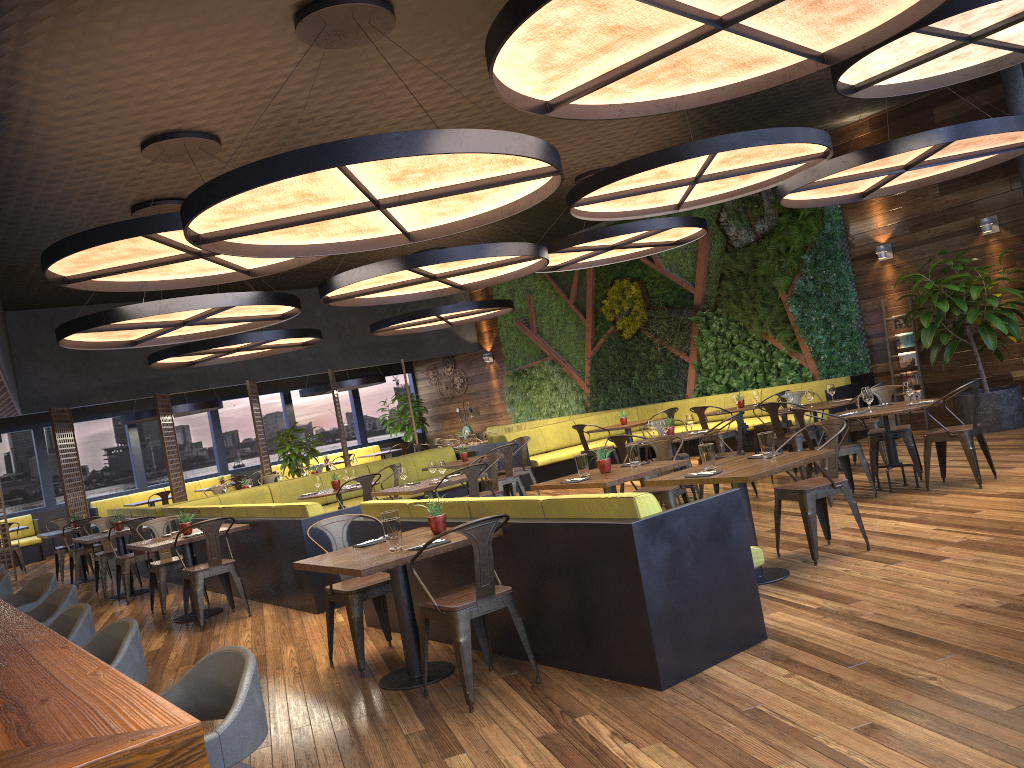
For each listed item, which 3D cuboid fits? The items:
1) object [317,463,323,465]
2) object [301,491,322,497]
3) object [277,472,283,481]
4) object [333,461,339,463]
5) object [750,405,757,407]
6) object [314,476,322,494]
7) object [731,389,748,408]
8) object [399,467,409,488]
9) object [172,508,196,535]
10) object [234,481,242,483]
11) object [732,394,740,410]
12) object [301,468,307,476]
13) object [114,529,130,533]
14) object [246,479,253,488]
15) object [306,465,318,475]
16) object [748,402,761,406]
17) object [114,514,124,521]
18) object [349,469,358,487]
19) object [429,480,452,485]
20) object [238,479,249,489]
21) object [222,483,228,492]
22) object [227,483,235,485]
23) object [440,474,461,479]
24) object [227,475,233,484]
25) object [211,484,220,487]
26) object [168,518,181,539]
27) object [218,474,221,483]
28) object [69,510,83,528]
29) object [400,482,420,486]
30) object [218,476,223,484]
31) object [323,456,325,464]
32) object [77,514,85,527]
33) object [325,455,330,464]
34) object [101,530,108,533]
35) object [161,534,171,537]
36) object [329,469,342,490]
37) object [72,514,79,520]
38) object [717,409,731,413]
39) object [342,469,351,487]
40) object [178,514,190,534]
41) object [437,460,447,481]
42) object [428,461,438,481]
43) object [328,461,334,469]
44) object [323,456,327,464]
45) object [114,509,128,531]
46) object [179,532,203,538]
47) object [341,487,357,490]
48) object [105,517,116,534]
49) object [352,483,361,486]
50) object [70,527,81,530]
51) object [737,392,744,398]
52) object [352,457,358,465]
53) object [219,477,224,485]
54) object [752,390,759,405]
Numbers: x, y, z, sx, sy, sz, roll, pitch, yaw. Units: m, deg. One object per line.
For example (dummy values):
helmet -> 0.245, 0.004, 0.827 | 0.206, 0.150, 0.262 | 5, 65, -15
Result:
object -> -4.327, 1.813, 20.089 | 0.255, 0.019, 0.157 | -10, -1, -37
object -> -2.433, 1.331, 10.772 | 0.255, 0.019, 0.157 | -10, -1, -4
object -> -3.757, 1.531, 14.394 | 0.097, 0.206, 0.097 | -10, -1, 9
object -> -3.933, 1.733, 19.561 | 0.255, 0.019, 0.157 | -10, -1, -37
object -> 3.381, 0.291, 12.180 | 0.157, 0.019, 0.255 | -10, -1, -37
object -> -2.328, 1.214, 10.651 | 0.097, 0.206, 0.097 | -10, -1, 5
object -> 3.188, 0.199, 12.452 | 0.260, 0.271, 0.238 | -10, -1, 2
object -> -1.132, 0.975, 9.272 | 0.097, 0.206, 0.097 | -9, -1, -45
object -> -3.079, 1.281, 8.334 | 0.238, 0.271, 0.260 | -10, -1, -15
object -> -5.749, 2.050, 18.573 | 0.157, 0.019, 0.255 | -10, -1, -37
object -> 3.092, 0.249, 12.225 | 0.097, 0.206, 0.097 | -11, -1, 43
object -> -3.344, 1.454, 14.285 | 0.097, 0.206, 0.097 | -10, -1, 9
object -> -4.486, 1.694, 10.222 | 0.255, 0.019, 0.157 | -10, -1, -37
object -> -4.062, 1.577, 13.742 | 0.097, 0.206, 0.097 | -10, -1, 9
object -> -3.270, 1.410, 14.614 | 0.238, 0.271, 0.260 | -10, -1, -15
object -> 3.454, 0.284, 12.607 | 0.255, 0.019, 0.157 | -10, -1, -35
object -> -4.715, 1.661, 10.657 | 0.102, 0.178, 0.102 | -11, -1, 39
object -> -1.910, 1.139, 10.690 | 0.097, 0.206, 0.097 | -10, -1, -12
object -> -0.740, 0.995, 8.991 | 0.157, 0.019, 0.255 | -10, -1, -36
object -> -4.198, 1.569, 13.912 | 0.238, 0.271, 0.260 | -10, -1, -15
object -> -4.476, 1.654, 13.851 | 0.097, 0.206, 0.097 | -10, -1, 9
object -> -5.815, 2.055, 18.141 | 0.255, 0.019, 0.157 | -10, -1, -37
object -> -0.661, 0.987, 9.439 | 0.255, 0.019, 0.157 | -10, -1, -36
object -> -5.858, 1.987, 18.438 | 0.102, 0.178, 0.102 | -11, -1, 39
object -> -6.209, 2.135, 18.669 | 0.255, 0.019, 0.157 | -10, -1, -37
object -> -3.081, 1.325, 8.109 | 0.102, 0.178, 0.102 | -10, -1, -1
object -> -6.027, 1.970, 18.415 | 0.238, 0.271, 0.260 | -10, -1, -15
object -> -6.231, 1.921, 12.671 | 0.260, 0.271, 0.238 | -10, -1, -35
object -> -1.077, 1.063, 9.440 | 0.157, 0.019, 0.255 | -10, -1, -36
object -> -6.090, 2.031, 18.573 | 0.102, 0.178, 0.102 | -11, -1, 39
object -> -4.208, 1.709, 19.993 | 0.102, 0.178, 0.102 | -11, -1, 39
object -> -6.105, 1.944, 12.577 | 0.102, 0.178, 0.102 | -10, -1, -31
object -> -4.081, 1.680, 19.659 | 0.102, 0.178, 0.102 | -11, -1, 39
object -> -4.834, 1.765, 10.753 | 0.255, 0.019, 0.157 | -10, -1, -37
object -> -3.253, 1.444, 8.587 | 0.255, 0.019, 0.157 | -10, -1, -37
object -> -2.172, 1.153, 10.836 | 0.238, 0.271, 0.260 | -10, -1, -15
object -> -6.300, 1.983, 12.829 | 0.102, 0.178, 0.102 | -10, -1, -21
object -> 2.941, 0.372, 12.257 | 0.255, 0.019, 0.157 | -10, -1, -38
object -> -2.065, 1.172, 11.041 | 0.097, 0.206, 0.097 | -10, -1, 2
object -> -3.134, 1.340, 8.492 | 0.102, 0.178, 0.102 | -11, -1, 39
object -> -0.719, 0.898, 9.162 | 0.097, 0.206, 0.097 | -9, -1, -45
object -> -0.845, 0.926, 9.479 | 0.097, 0.206, 0.097 | -10, -1, -36
object -> -3.039, 1.408, 14.936 | 0.097, 0.206, 0.097 | -10, -1, 9
object -> -4.161, 1.650, 19.819 | 0.238, 0.271, 0.260 | -10, -1, -15
object -> -4.664, 1.603, 10.525 | 0.260, 0.271, 0.238 | -10, -1, -35
object -> -2.905, 1.373, 8.056 | 0.255, 0.019, 0.157 | -10, -1, -37
object -> -1.949, 1.239, 10.524 | 0.157, 0.019, 0.255 | -10, -1, -30
object -> -4.653, 1.644, 10.287 | 0.102, 0.178, 0.102 | -11, -1, 39
object -> -1.882, 1.234, 10.994 | 0.255, 0.019, 0.157 | -10, -1, -34
object -> -6.071, 2.016, 12.393 | 0.255, 0.019, 0.157 | -10, -1, -37
object -> 3.271, 0.222, 12.652 | 0.097, 0.206, 0.097 | -10, -1, -17
object -> -2.625, 1.331, 14.827 | 0.097, 0.206, 0.097 | -10, -1, 9
object -> -5.963, 2.003, 18.239 | 0.102, 0.178, 0.102 | -11, -1, 39
object -> 3.401, 0.194, 12.352 | 0.097, 0.206, 0.097 | -11, -1, 17
